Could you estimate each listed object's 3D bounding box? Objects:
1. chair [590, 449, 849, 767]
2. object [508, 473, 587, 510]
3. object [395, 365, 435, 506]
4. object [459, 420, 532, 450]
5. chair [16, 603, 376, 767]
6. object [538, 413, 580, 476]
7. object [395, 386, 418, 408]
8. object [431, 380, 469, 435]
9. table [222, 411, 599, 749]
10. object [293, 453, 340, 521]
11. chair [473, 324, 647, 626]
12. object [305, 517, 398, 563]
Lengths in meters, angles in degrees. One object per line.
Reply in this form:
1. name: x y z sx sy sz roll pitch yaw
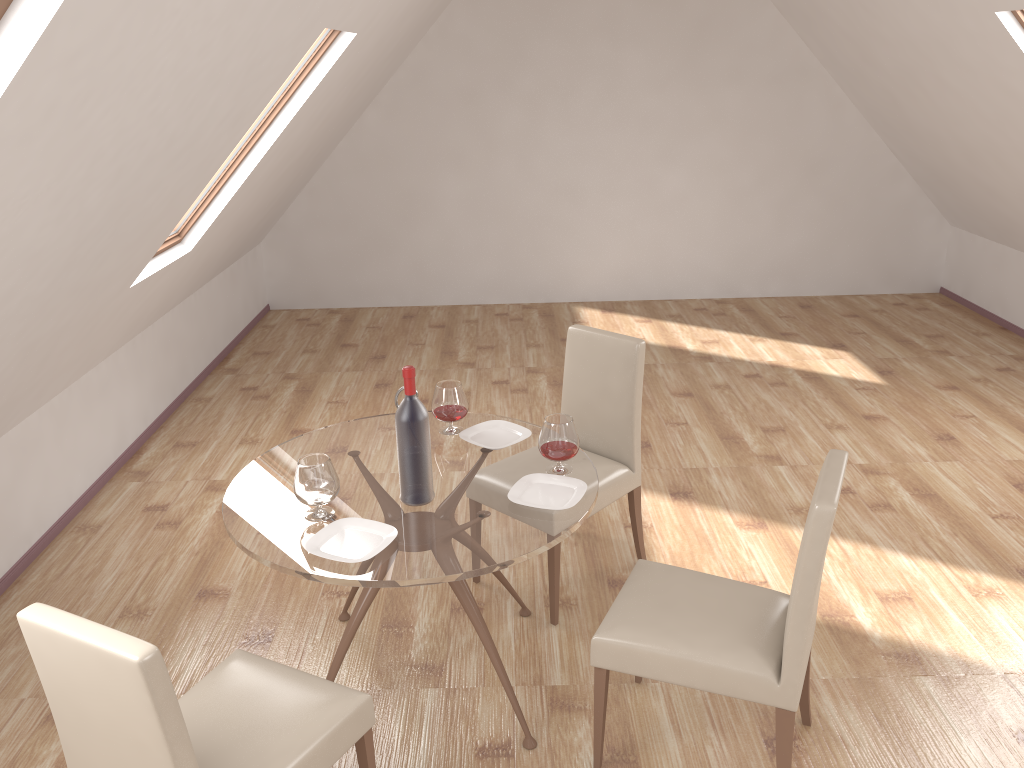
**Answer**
1. chair: 0.602 0.673 2.623 0.618 0.999 0.477 7 22 23
2. object: 0.111 0.339 2.746 0.228 0.020 0.228 7 22 21
3. object: -0.298 0.154 2.674 0.109 0.435 0.109 -3 20 -4
4. object: -0.059 0.187 3.174 0.228 0.020 0.228 18 27 42
5. chair: -0.718 0.867 2.187 0.477 0.999 0.618 9 22 26
6. object: 0.153 0.198 2.895 0.136 0.183 0.136 -9 21 -20
7. object: -0.322 0.157 2.835 0.086 0.322 0.096 -16 25 -34
8. object: -0.226 0.085 3.230 0.136 0.183 0.136 -9 21 -20
9. table: -0.311 0.671 3.021 1.198 0.770 1.198 6 21 20
10. object: -0.583 0.307 2.648 0.136 0.183 0.136 8 22 25
11. chair: 0.197 0.332 3.584 0.477 0.999 0.618 17 27 41
12. object: -0.450 0.445 2.497 0.228 0.020 0.228 8 22 24
